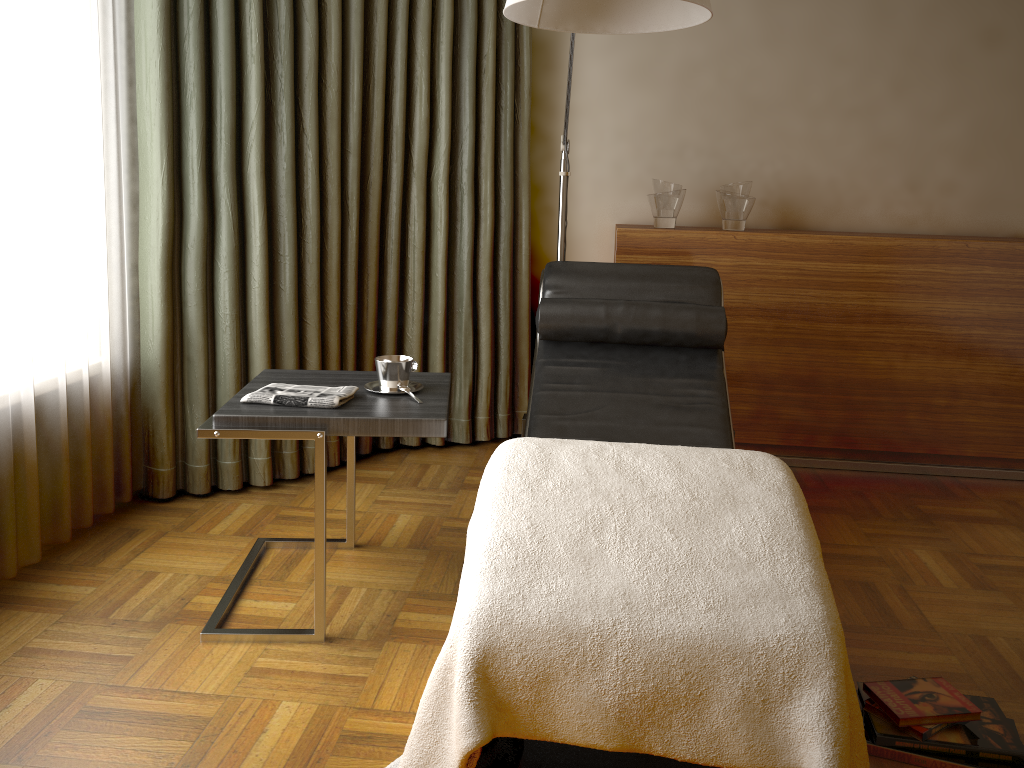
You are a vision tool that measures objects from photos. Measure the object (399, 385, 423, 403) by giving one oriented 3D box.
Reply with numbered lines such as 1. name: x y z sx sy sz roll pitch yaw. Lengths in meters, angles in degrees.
1. object: -0.246 0.023 2.153 0.029 0.019 0.125 -3 13 -25

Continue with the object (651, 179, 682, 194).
1. object: 0.608 -0.734 3.487 0.122 0.148 0.124 0 10 -12

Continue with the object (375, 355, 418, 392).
1. object: -0.298 -0.027 2.241 0.098 0.077 0.112 3 11 7

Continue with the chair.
1. chair: 0.305 0.153 2.235 0.636 0.786 1.814 3 12 5

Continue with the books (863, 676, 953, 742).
1. books: 0.795 0.633 1.730 0.173 0.018 0.125 -7 15 -34

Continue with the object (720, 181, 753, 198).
1. object: 0.875 -0.719 3.461 0.122 0.148 0.124 -1 10 -15

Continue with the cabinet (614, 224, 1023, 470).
1. cabinet: 1.239 -0.173 3.537 1.674 0.852 0.421 3 9 6

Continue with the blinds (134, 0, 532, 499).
1. blinds: -0.535 -0.924 3.139 1.538 2.422 0.226 -6 11 -39

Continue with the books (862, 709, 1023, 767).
1. books: 0.827 0.680 1.705 0.281 0.022 0.202 6 13 20

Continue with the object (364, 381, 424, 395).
1. object: -0.300 0.010 2.239 0.150 0.009 0.152 4 13 11

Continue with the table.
1. table: -0.416 0.040 2.210 0.517 0.044 0.507 1 12 -3

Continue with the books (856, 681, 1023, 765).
1. books: 0.828 0.656 1.719 0.265 0.020 0.192 4 13 10

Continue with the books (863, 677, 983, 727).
1. books: 0.797 0.617 1.720 0.173 0.018 0.125 0 13 -10

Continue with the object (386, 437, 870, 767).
1. object: 0.229 0.412 1.735 0.917 0.513 0.922 3 11 6

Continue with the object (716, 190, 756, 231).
1. object: 0.874 -0.682 3.466 0.155 0.152 0.158 1 10 -4

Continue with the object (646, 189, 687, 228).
1. object: 0.607 -0.696 3.492 0.156 0.152 0.157 -6 13 -37

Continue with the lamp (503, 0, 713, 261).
1. lamp: 0.272 -0.441 2.450 0.452 1.942 1.433 3 9 9

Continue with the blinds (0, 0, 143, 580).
1. blinds: -1.270 -0.552 1.638 0.092 2.261 2.226 3 10 5

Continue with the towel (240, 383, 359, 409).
1. towel: -0.501 0.026 2.117 0.241 0.035 0.181 4 12 9
